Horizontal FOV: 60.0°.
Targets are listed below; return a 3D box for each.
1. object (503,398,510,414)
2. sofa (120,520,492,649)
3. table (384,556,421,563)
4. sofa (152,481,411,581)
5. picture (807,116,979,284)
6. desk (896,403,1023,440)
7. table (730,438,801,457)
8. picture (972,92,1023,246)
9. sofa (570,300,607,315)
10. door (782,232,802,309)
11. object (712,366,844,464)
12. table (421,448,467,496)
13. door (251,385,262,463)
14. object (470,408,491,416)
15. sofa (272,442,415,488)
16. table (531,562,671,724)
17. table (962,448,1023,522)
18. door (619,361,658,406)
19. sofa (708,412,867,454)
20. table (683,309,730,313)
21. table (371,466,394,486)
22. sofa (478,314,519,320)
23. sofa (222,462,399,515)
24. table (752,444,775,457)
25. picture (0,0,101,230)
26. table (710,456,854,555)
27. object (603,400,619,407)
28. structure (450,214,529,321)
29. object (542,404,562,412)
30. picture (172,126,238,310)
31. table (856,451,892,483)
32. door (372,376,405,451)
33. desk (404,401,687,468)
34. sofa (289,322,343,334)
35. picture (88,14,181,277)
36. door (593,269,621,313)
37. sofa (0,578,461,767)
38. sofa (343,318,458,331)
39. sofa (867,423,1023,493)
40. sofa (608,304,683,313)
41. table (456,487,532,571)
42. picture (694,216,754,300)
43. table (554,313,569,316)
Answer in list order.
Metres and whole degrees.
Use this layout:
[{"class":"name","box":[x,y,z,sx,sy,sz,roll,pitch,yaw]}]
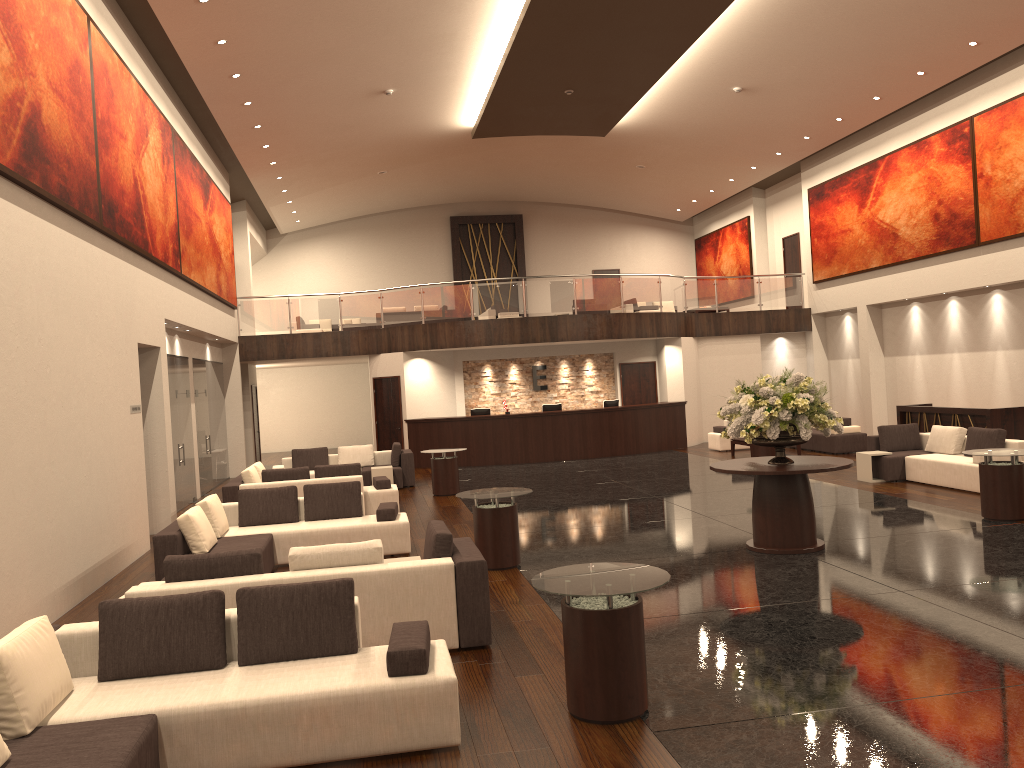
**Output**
[{"class":"object","box":[-0.128,0.522,20.999,0.163,0.390,0.165,-3,0,-2]},{"class":"sofa","box":[-1.666,1.647,7.058,2.846,0.862,1.291,-3,0,-9]},{"class":"table","box":[-0.988,1.804,7.835,0.400,0.460,0.400,-3,0,-9]},{"class":"sofa","box":[-2.374,1.670,9.596,2.586,0.862,3.366,-3,0,-9]},{"class":"picture","box":[8.489,-3.934,20.406,0.070,2.526,6.485,-3,0,-9]},{"class":"desk","box":[8.010,0.915,15.911,0.700,1.043,2.606,-3,0,-9]},{"class":"table","box":[5.501,1.373,19.281,1.100,0.380,1.100,-3,0,-9]},{"class":"picture","box":[9.377,-3.946,14.966,0.070,2.526,4.515,-3,0,-9]},{"class":"sofa","box":[2.038,-2.156,28.148,1.291,0.862,2.846,-3,0,-9]},{"class":"door","box":[8.122,-3.184,25.611,0.104,2.232,0.990,-3,0,-9]},{"class":"object","box":[2.876,0.318,9.689,1.402,1.097,1.453,-3,1,37]},{"class":"table","box":[-1.200,1.586,15.903,0.833,0.795,0.844,-3,0,30]},{"class":"door","box":[-6.891,1.147,23.847,0.104,2.232,0.990,-3,0,-9]},{"class":"object","box":[-0.751,0.835,21.436,0.483,0.485,0.189,-3,0,6]},{"class":"sofa","box":[-3.370,1.671,17.498,2.846,0.862,1.291,-3,0,-9]},{"class":"table","box":[0.554,1.561,5.333,0.844,0.795,0.833,-3,1,42]},{"class":"table","box":[5.855,1.207,10.578,0.844,0.795,0.833,-3,1,42]},{"class":"door","box":[3.354,0.540,23.277,0.990,2.232,0.104,-3,0,-9]},{"class":"sofa","box":[6.219,1.081,20.238,2.586,0.862,3.366,-3,0,-9]},{"class":"table","box":[6.052,-2.150,27.673,1.100,0.380,1.100,-3,0,-9]},{"class":"table","box":[-2.480,1.824,16.977,0.400,0.460,0.400,-3,0,-9]},{"class":"sofa","box":[-0.272,-2.017,27.897,1.291,0.862,2.846,-3,0,-9]},{"class":"sofa","box":[-3.253,1.683,14.873,2.586,0.862,3.366,-3,0,-9]},{"class":"table","box":[4.826,1.221,16.887,0.833,0.795,0.844,-3,0,30]},{"class":"picture","box":[-4.540,-3.069,8.115,0.070,2.526,4.515,-3,0,-9]},{"class":"table","box":[2.962,1.322,9.699,1.498,0.921,1.498,-4,0,-18]},{"class":"object","box":[2.456,0.642,21.866,0.483,0.485,0.189,-4,1,-34]},{"class":"structure","box":[-0.767,-3.699,30.663,2.524,4.236,0.187,-3,0,-9]},{"class":"object","box":[0.977,0.732,21.443,0.483,0.485,0.189,-3,0,-9]},{"class":"picture","box":[-6.156,-3.047,18.014,0.070,2.526,6.485,-3,0,-9]},{"class":"table","box":[5.909,1.345,14.450,0.400,0.460,0.400,-3,0,-9]},{"class":"door","box":[-3.009,0.932,21.746,0.990,2.232,0.104,-3,1,41]},{"class":"desk","box":[0.998,1.225,21.630,7.146,1.171,1.674,-3,0,-8]},{"class":"sofa","box":[-5.253,-1.722,27.971,3.366,0.862,2.586,-3,0,-9]},{"class":"picture","box":[-5.268,-3.059,12.573,0.070,2.526,4.515,-3,0,-9]},{"class":"door","box":[3.403,-2.947,31.433,0.990,2.232,0.104,-3,0,-9]},{"class":"sofa","box":[-1.460,1.658,3.997,2.586,0.862,3.366,-3,0,-9]},{"class":"sofa","box":[-3.432,-1.821,26.749,3.366,0.862,2.586,-3,0,-9]},{"class":"sofa","box":[6.671,1.103,13.780,1.291,0.862,2.846,-3,0,-9]},{"class":"sofa","box":[5.080,-2.340,28.620,3.366,0.862,2.586,-3,0,-9]},{"class":"table","box":[-0.170,1.572,9.594,0.844,0.795,0.833,-3,1,42]},{"class":"picture","box":[7.001,-3.913,29.522,0.070,2.526,4.515,-3,0,-9]},{"class":"table","box":[1.528,-1.917,27.270,0.400,0.460,0.400,-3,0,-9]}]
